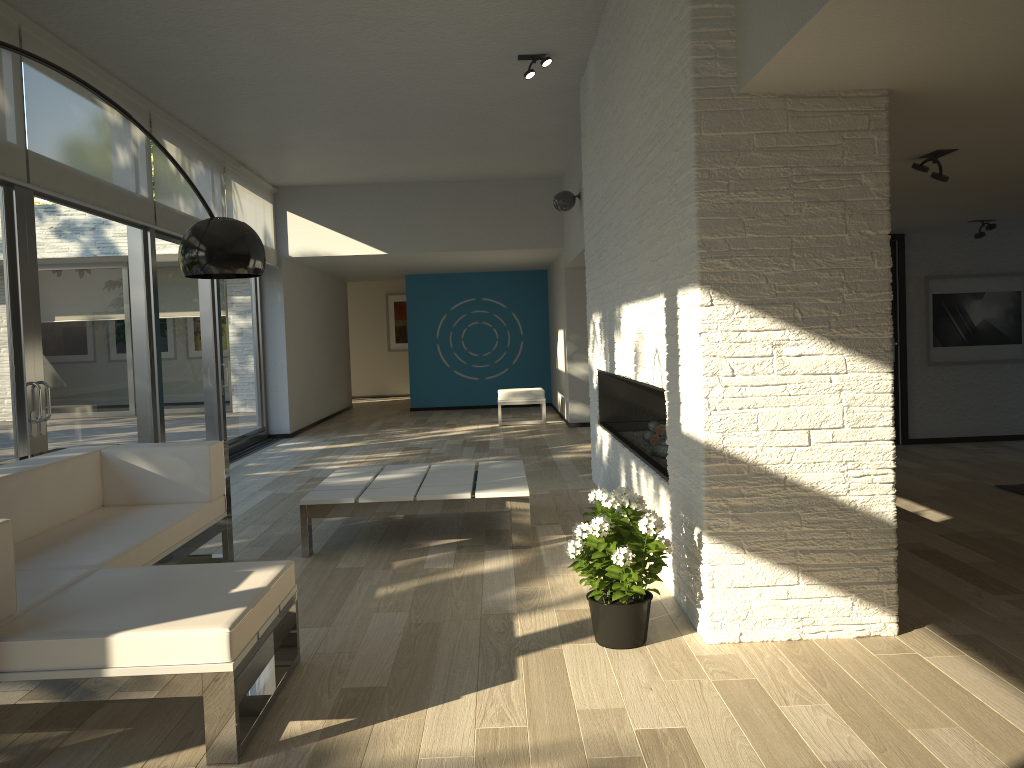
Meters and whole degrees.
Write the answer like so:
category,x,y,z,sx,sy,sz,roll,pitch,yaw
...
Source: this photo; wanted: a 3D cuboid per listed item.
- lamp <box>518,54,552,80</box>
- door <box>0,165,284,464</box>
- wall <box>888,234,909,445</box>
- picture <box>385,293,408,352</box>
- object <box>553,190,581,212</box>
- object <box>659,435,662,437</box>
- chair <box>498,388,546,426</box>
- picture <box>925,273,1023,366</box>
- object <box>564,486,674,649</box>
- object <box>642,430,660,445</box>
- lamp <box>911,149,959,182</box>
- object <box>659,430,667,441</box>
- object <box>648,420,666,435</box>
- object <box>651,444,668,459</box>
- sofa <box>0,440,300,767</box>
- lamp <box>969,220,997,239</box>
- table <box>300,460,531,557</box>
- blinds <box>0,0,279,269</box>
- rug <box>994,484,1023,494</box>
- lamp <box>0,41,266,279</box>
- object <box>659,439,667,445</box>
category,x,y,z,sx,sy,sz,roll,pitch,yaw
lamp,0.160,-2.176,6.083,0.234,0.153,0.135,-2,3,-1
door,-1.914,-0.183,6.896,19.440,2.372,22.960,-2,3,-1
wall,3.183,-0.396,8.212,0.920,1.946,0.108,-2,2,-1
picture,-1.870,-1.268,18.057,1.378,1.190,0.017,-2,2,-1
object,0.557,-1.782,8.634,0.315,0.203,0.201,-2,3,-1
object,0.966,0.341,5.652,0.076,0.076,0.236,-2,3,-2
chair,0.122,0.293,11.692,0.611,0.442,0.610,-2,3,-1
picture,4.306,-0.600,8.202,0.958,0.828,0.017,-2,2,-1
object,0.396,0.664,3.253,0.405,0.570,0.431,-1,3,21
object,0.892,0.343,5.664,0.075,0.074,0.246,-2,3,-2
lamp,2.074,-1.059,4.370,0.135,0.153,0.234,-2,3,-1
object,0.935,0.316,5.225,0.093,0.170,0.272,-2,3,-2
object,0.929,0.278,5.659,0.082,0.073,0.237,-2,3,-2
object,0.869,0.381,4.935,0.075,0.074,0.246,-3,3,-22
sofa,-1.545,0.676,3.484,1.545,0.654,2.405,-2,3,-1
lamp,3.914,-1.281,7.357,0.234,0.153,0.135,-2,3,-1
table,-0.524,0.715,5.327,1.220,0.305,1.221,-2,3,-1
blinds,-2.749,-1.594,4.977,0.056,0.983,11.535,-2,3,-1
rug,3.768,0.719,5.010,0.979,0.011,2.000,-2,3,-1
lamp,-1.452,0.032,2.467,0.282,2.023,1.754,0,3,42
object,0.903,0.370,5.127,0.075,0.074,0.246,-2,3,-2
